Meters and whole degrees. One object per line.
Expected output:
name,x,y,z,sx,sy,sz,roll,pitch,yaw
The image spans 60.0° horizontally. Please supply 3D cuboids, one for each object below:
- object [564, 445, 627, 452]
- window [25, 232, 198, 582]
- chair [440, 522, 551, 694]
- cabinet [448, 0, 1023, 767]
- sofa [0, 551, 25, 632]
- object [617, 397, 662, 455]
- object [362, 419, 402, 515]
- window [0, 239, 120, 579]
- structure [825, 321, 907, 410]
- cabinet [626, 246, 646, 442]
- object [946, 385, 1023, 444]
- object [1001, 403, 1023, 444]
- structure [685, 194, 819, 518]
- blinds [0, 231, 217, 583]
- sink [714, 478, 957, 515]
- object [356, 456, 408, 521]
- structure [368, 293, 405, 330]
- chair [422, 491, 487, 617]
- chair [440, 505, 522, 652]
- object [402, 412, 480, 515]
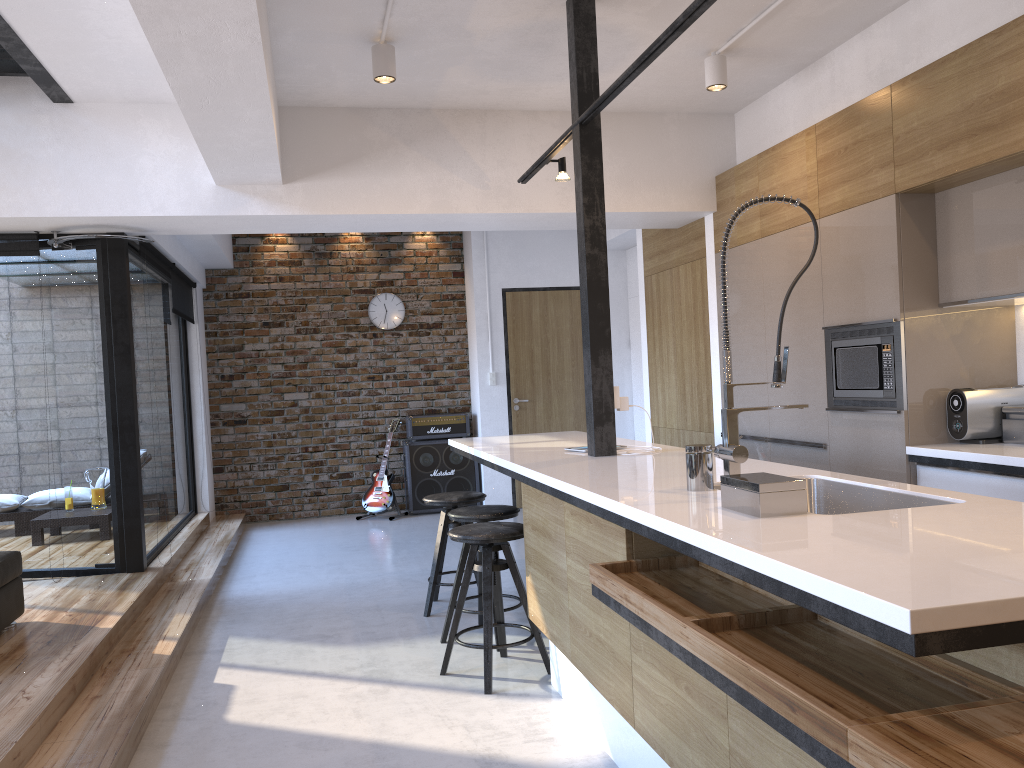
object,0.388,0.301,4.121,0.240,0.013,0.188,-3,0,-28
window,-3.400,-1.367,1.423,5.662,5.569,13.397,-3,1,-13
chair,-0.081,0.925,3.785,0.366,0.630,0.367,-4,1,-38
cabinet,1.445,-0.262,2.329,2.473,2.872,9.115,-3,0,-13
sofa,-3.504,0.866,2.521,2.998,0.700,3.044,-3,0,-13
object,0.559,0.175,3.972,0.214,0.246,0.417,-3,1,8
object,-1.203,0.782,8.514,0.330,0.873,0.524,-2,1,22
window,-3.633,0.197,5.448,2.448,2.051,0.100,-3,1,4
structure,1.863,-0.089,4.279,0.396,0.397,0.596,-3,1,-13
cabinet,1.379,-0.273,7.981,0.020,2.117,1.709,-3,1,-13
object,2.150,0.135,3.956,0.389,0.248,0.150,-3,1,-13
object,2.278,0.164,3.771,0.240,0.175,0.547,-3,0,-13
structure,0.573,-0.099,2.306,0.392,0.813,0.507,-2,1,27
blinds,-3.023,0.148,5.860,1.829,2.053,3.859,-2,1,32
sink,0.839,0.405,2.424,0.406,0.203,0.706,-3,0,-13
object,-1.242,0.975,8.403,0.389,0.588,0.331,-2,1,22
structure,-1.233,-0.714,8.720,0.360,0.360,0.040,-3,1,-13
chair,-0.304,0.929,4.933,0.367,0.630,0.366,-3,1,2
chair,-0.123,0.924,4.332,0.365,0.630,0.365,-2,1,32
object,-0.699,0.762,8.663,0.696,0.937,0.358,-3,1,-13
